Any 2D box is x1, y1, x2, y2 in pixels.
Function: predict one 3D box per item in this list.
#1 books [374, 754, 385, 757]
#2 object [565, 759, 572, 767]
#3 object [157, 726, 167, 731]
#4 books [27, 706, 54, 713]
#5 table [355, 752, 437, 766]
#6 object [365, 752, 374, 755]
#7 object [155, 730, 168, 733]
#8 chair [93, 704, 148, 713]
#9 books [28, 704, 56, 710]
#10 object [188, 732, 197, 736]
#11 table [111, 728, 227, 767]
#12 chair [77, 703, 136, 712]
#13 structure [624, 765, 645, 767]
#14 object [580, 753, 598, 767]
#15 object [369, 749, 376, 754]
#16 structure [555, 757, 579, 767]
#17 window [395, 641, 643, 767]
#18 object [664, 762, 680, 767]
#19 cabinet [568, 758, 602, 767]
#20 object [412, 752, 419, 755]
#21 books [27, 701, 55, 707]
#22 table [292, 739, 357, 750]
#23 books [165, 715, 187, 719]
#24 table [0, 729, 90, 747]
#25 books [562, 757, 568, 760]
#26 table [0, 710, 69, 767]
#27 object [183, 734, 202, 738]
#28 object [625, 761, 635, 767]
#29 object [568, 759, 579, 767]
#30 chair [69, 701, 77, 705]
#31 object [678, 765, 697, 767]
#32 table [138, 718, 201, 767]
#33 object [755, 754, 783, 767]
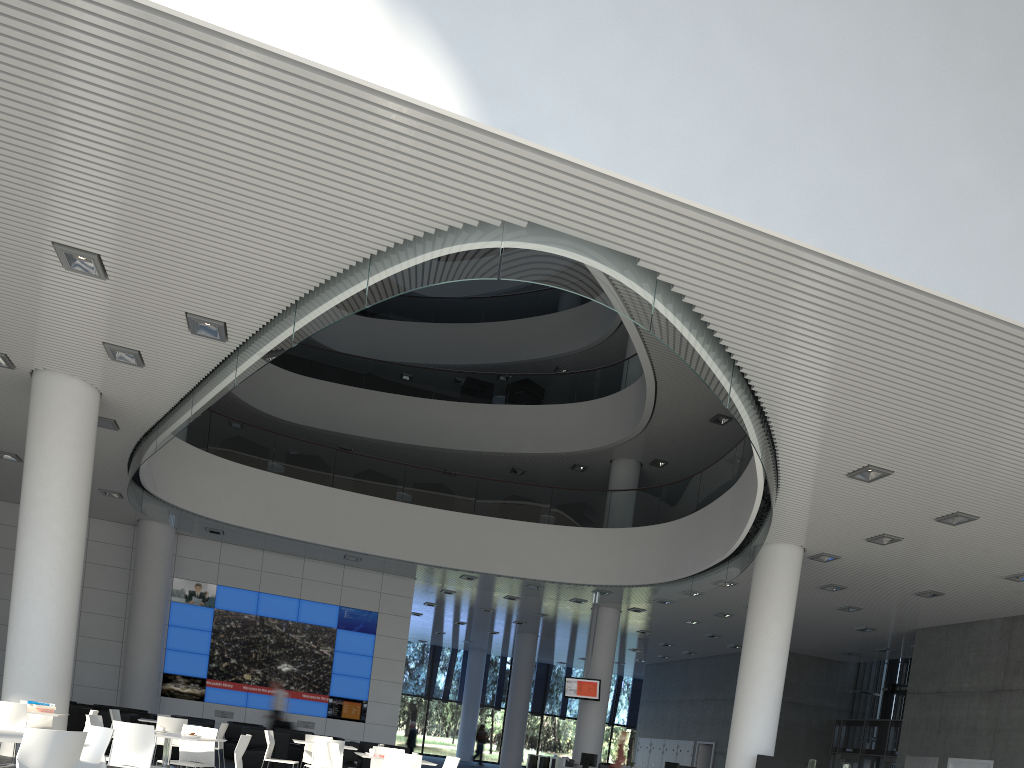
[{"bbox_3d":[-0.755,2.241,4.759,0.125,0.012,0.097,-1,-25,19],"label":"books"},{"bbox_3d":[0.751,5.098,10.646,0.107,0.107,0.053,11,-4,-16],"label":"object"},{"bbox_3d":[-1.859,1.830,4.194,0.041,0.027,0.047,-3,-20,31],"label":"object"},{"bbox_3d":[-2.968,2.038,4.953,0.169,0.021,0.118,24,-28,-33],"label":"books"},{"bbox_3d":[-0.745,2.489,4.863,0.460,0.375,0.474,11,-14,-15],"label":"table"},{"bbox_3d":[-0.871,2.308,4.934,0.075,0.009,0.083,-7,-28,29],"label":"object"},{"bbox_3d":[-1.862,1.842,4.193,0.071,0.008,0.075,11,-24,-8],"label":"object"},{"bbox_3d":[-4.753,4.110,9.573,0.416,0.392,0.497,1,-15,29],"label":"chair"},{"bbox_3d":[-2.946,2.021,4.955,0.161,0.017,0.124,-15,-32,40],"label":"books"},{"bbox_3d":[-1.674,1.836,4.144,0.072,0.019,0.074,15,-24,-18],"label":"object"},{"bbox_3d":[-1.785,1.993,4.070,0.450,0.375,0.484,8,-14,0],"label":"table"},{"bbox_3d":[-4.530,3.788,8.803,0.453,0.393,0.456,0,-14,29],"label":"chair"},{"bbox_3d":[2.497,5.925,11.569,1.105,0.435,2.428,18,-26,-27],"label":"structure"},{"bbox_3d":[0.990,4.941,10.351,0.236,0.215,0.113,-1,-7,34],"label":"object"},{"bbox_3d":[-0.874,2.292,4.935,0.049,0.030,0.043,4,-15,12],"label":"object"},{"bbox_3d":[1.563,5.224,10.296,2.549,0.443,0.916,-9,-24,33],"label":"structure"},{"bbox_3d":[-1.815,7.922,19.860,18.602,2.938,0.075,15,0,-17],"label":"window"},{"bbox_3d":[2.417,5.890,12.060,0.236,0.247,0.112,-1,-7,39],"label":"object"},{"bbox_3d":[1.109,5.726,11.528,0.340,0.461,0.825,2,-17,40],"label":"cabinet"},{"bbox_3d":[-0.606,2.331,4.949,0.037,0.045,0.054,4,-13,21],"label":"object"},{"bbox_3d":[-2.952,2.002,4.954,0.156,0.015,0.107,21,-27,-29],"label":"books"},{"bbox_3d":[-1.412,2.856,5.857,0.460,0.375,0.474,11,-14,-15],"label":"table"},{"bbox_3d":[-2.637,2.617,6.214,0.105,0.014,0.141,-15,-33,41],"label":"books"},{"bbox_3d":[-1.681,1.273,2.462,0.445,0.375,0.489,0,-16,29],"label":"table"},{"bbox_3d":[0.720,5.130,10.746,0.089,0.126,0.013,9,2,-16],"label":"books"},{"bbox_3d":[-3.026,2.193,4.862,0.464,0.375,0.470,12,-15,-20],"label":"table"},{"bbox_3d":[-1.675,1.843,4.143,0.104,0.008,0.100,25,-30,-34],"label":"object"},{"bbox_3d":[1.499,4.871,10.020,0.135,0.184,0.161,3,-10,29],"label":"object"},{"bbox_3d":[0.826,5.323,11.117,0.223,0.101,0.211,-6,-23,33],"label":"object"},{"bbox_3d":[-5.495,3.914,9.354,0.452,0.393,0.456,0,-14,29],"label":"chair"},{"bbox_3d":[2.130,4.749,9.607,0.239,0.217,0.110,9,-3,-6],"label":"object"},{"bbox_3d":[-2.721,2.870,6.260,0.464,0.375,0.470,12,-15,-20],"label":"table"},{"bbox_3d":[2.409,3.642,7.485,0.282,0.251,0.125,11,-4,-16],"label":"object"}]
